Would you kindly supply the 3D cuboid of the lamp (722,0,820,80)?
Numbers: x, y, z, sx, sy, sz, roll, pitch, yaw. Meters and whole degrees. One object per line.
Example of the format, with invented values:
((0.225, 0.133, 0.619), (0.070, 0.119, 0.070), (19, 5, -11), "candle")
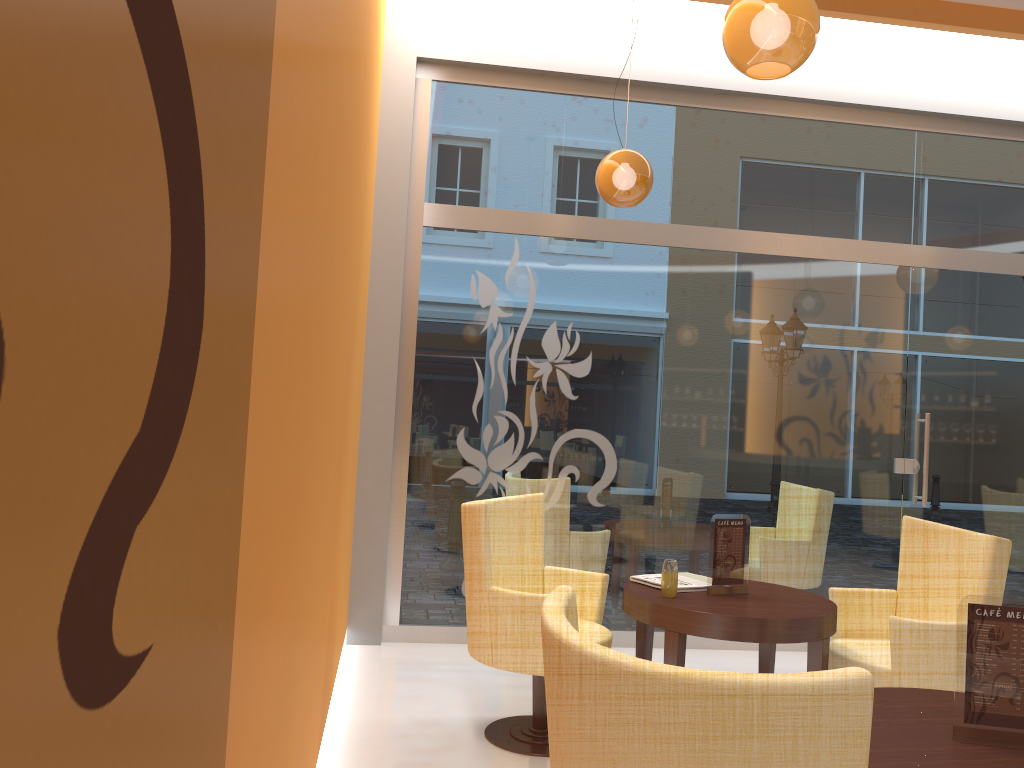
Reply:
((0.849, -1.732, 2.822), (0.299, 1.500, 0.299), (3, -2, -7), "lamp")

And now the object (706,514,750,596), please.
((0.916, 0.717, 3.738), (0.209, 0.335, 0.042), (4, -2, -24), "object")

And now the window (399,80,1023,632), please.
((3.376, 0.032, 5.872), (8.200, 3.380, 0.040), (3, -2, -7), "window")

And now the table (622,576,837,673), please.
((0.887, 1.223, 3.719), (0.872, 0.679, 0.874), (1, -3, 39), "table")

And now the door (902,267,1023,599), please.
((3.349, 0.530, 5.853), (1.640, 2.499, 0.020), (3, -2, -7), "door")

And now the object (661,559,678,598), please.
((0.641, 0.790, 3.602), (0.067, 0.148, 0.067), (3, -2, 17), "object")

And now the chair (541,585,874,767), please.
((0.390, 0.946, 1.676), (0.685, 1.017, 0.729), (5, -3, -39), "chair")

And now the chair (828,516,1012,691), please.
((1.692, 1.099, 3.752), (0.685, 1.017, 0.729), (3, -2, -4), "chair")

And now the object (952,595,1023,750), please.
((1.138, 0.664, 2.051), (0.209, 0.335, 0.042), (3, -2, 11), "object")

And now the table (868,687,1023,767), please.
((1.111, 1.169, 2.022), (0.872, 0.679, 0.874), (2, -3, 29), "table")

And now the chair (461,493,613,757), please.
((0.100, 1.016, 3.879), (0.685, 1.017, 0.729), (2, -2, 25), "chair")

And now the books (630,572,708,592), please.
((0.735, 0.867, 3.884), (0.339, 0.028, 0.273), (5, -3, -32), "books")

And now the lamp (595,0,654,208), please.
((0.614, -1.675, 4.606), (0.299, 1.500, 0.299), (3, -2, -7), "lamp")
